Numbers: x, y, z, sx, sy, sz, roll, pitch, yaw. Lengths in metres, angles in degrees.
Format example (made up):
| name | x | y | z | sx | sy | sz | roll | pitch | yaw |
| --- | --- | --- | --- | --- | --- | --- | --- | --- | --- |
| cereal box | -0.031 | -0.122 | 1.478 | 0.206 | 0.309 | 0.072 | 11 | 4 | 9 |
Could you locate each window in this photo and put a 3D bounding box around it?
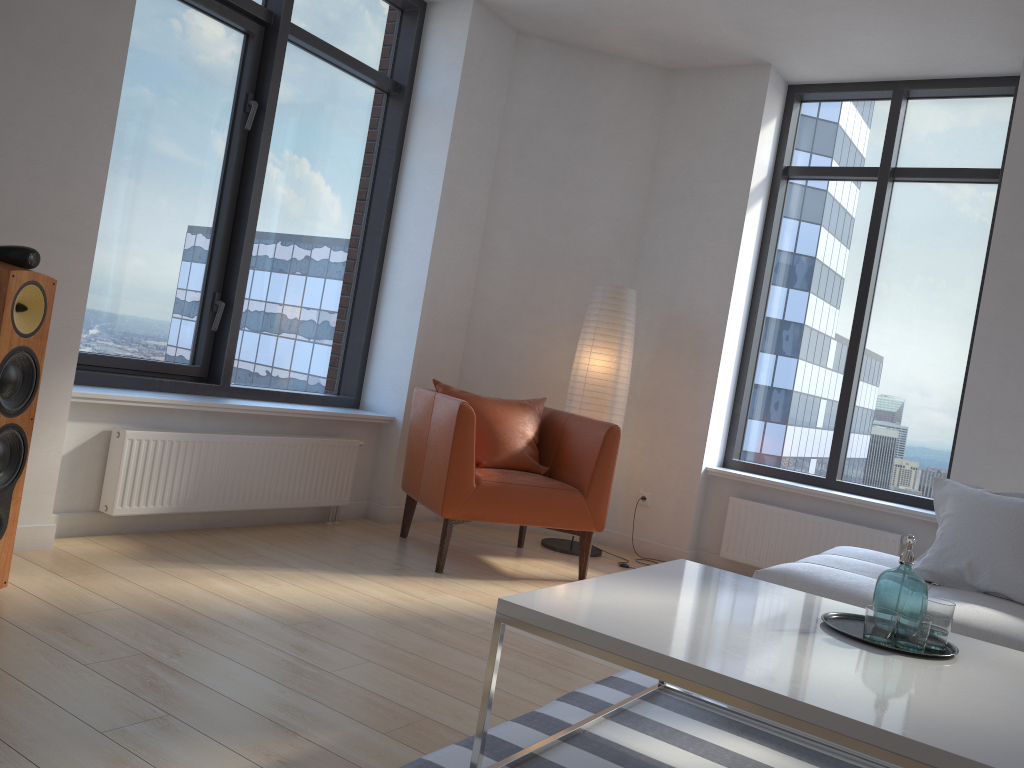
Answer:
| name | x | y | z | sx | sy | sz | roll | pitch | yaw |
| --- | --- | --- | --- | --- | --- | --- | --- | --- | --- |
| window | -1.293 | -1.129 | 4.408 | 0.170 | 2.402 | 1.960 | 10 | 1 | 33 |
| window | 2.087 | -0.565 | 5.206 | 1.310 | 2.402 | 0.170 | 10 | 1 | 33 |

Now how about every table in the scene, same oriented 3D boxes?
| name | x | y | z | sx | sy | sz | roll | pitch | yaw |
| --- | --- | --- | --- | --- | --- | --- | --- | --- | --- |
| table | 0.677 | 0.825 | 2.177 | 1.091 | 0.435 | 1.091 | 10 | 1 | 33 |

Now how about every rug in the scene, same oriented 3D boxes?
| name | x | y | z | sx | sy | sz | roll | pitch | yaw |
| --- | --- | --- | --- | --- | --- | --- | --- | --- | --- |
| rug | 0.613 | 1.042 | 1.917 | 1.662 | 0.016 | 2.326 | 10 | 1 | 33 |

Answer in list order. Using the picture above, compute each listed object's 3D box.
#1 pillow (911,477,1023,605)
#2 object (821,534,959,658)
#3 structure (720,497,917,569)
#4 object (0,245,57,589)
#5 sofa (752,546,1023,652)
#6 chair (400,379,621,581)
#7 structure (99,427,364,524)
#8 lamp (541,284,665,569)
| name | x | y | z | sx | sy | sz | roll | pitch | yaw |
| --- | --- | --- | --- | --- | --- | --- | --- | --- | --- |
| pillow | 2.171 | 0.657 | 2.752 | 0.580 | 0.456 | 2.156 | 9 | 1 | -31 |
| object | 0.989 | 0.522 | 2.284 | 0.330 | 0.265 | 0.330 | 9 | 1 | -33 |
| structure | 1.671 | 0.960 | 4.932 | 1.015 | 0.460 | 0.110 | 10 | 1 | 33 |
| object | -1.725 | 0.093 | 2.687 | 0.434 | 1.088 | 0.290 | 10 | 1 | 3 |
| sofa | 1.661 | 0.854 | 2.088 | 2.614 | 0.732 | 3.424 | 10 | 1 | 33 |
| chair | -0.071 | 0.466 | 4.549 | 0.896 | 0.858 | 0.843 | 9 | 1 | -25 |
| structure | -1.267 | 0.470 | 4.272 | 0.110 | 0.460 | 1.474 | 10 | 1 | 33 |
| lamp | 0.701 | 0.241 | 5.137 | 0.804 | 1.550 | 0.502 | 10 | 1 | -6 |
